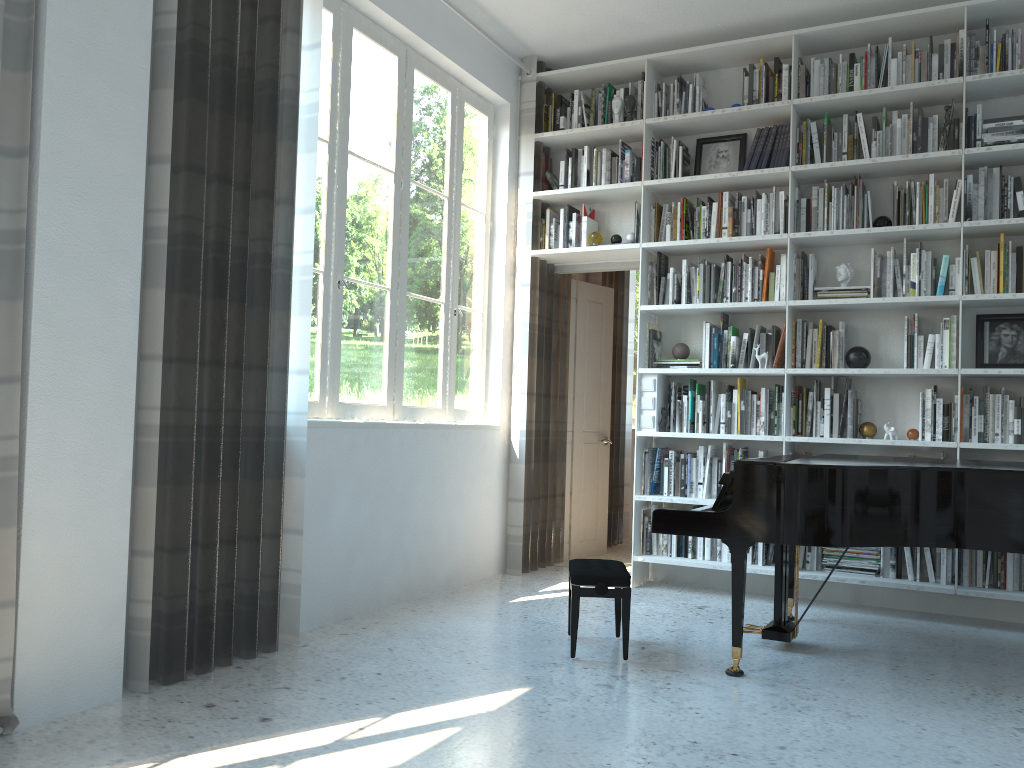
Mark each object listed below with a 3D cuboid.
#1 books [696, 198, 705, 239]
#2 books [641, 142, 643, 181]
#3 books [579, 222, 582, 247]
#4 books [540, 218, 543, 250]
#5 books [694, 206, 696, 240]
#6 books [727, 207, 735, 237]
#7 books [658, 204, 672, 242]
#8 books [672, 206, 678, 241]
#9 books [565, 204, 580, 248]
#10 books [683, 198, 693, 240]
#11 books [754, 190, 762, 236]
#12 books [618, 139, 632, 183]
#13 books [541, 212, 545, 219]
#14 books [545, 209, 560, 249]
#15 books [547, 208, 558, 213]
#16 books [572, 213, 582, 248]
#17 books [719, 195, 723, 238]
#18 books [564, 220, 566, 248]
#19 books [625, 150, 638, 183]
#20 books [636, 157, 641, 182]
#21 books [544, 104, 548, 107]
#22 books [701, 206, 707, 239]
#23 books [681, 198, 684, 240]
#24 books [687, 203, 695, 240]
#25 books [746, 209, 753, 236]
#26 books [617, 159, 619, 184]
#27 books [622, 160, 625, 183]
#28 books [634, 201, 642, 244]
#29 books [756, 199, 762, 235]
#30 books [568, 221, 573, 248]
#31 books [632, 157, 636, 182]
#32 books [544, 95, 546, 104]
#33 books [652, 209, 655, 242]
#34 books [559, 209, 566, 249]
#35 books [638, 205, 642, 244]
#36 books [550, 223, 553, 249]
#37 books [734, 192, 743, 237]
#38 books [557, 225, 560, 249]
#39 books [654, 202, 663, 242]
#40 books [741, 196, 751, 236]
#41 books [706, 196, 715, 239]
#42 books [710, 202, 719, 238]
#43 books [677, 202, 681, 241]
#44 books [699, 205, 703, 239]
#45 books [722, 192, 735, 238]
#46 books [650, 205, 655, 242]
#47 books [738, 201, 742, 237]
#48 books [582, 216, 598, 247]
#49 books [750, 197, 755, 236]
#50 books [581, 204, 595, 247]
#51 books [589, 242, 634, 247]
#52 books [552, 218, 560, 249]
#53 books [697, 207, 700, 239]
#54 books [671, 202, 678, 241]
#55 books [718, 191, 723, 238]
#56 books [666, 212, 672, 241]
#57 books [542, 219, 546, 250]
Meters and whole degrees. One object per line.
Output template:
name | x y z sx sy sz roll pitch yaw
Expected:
books | 1.118 -0.950 5.259 0.012 0.277 0.150 1 -2 27
books | 0.828 -1.328 5.421 0.014 0.294 0.173 1 -2 27
books | 0.466 -0.913 5.605 0.029 0.191 0.134 1 -2 27
books | 0.222 -0.935 5.704 0.013 0.228 0.179 1 -2 27
books | 1.108 -0.927 5.268 0.012 0.230 0.149 1 -2 27
books | 1.287 -0.909 5.140 0.029 0.195 0.192 1 -2 27
books | 0.934 -0.942 5.356 0.062 0.258 0.153 1 -2 27
books | 1.002 -0.928 5.307 0.030 0.230 0.172 1 -2 27
books | 0.383 -0.968 5.609 0.013 0.297 0.187 1 -2 27
books | 1.047 -0.952 5.276 0.011 0.277 0.164 1 -2 27
books | 1.416 -0.950 5.093 0.012 0.280 0.188 1 -2 27
books | 0.698 -1.334 5.477 0.012 0.303 0.189 1 -2 27
books | 0.207 -0.958 5.701 0.011 0.272 0.188 1 -2 27
books | 0.263 -0.961 5.686 0.023 0.281 0.170 1 -2 27
books | 0.257 -0.971 5.714 0.013 0.302 0.135 1 -2 27
books | 0.426 -0.938 5.581 0.021 0.237 0.189 1 -2 27
books | 1.242 -0.947 5.175 0.023 0.271 0.187 1 -2 27
books | 0.374 -0.925 5.655 0.023 0.214 0.140 1 -2 27
books | 0.740 -1.297 5.447 0.029 0.229 0.191 1 -2 27
books | 0.796 -1.275 5.433 0.026 0.188 0.154 1 -2 27
books | 0.239 -1.674 5.751 0.011 0.241 0.151 1 -2 27
books | 1.154 -0.920 5.226 0.031 0.217 0.173 1 -2 27
books | 1.038 -0.953 5.292 0.020 0.281 0.164 1 -2 27
books | 1.080 -0.937 5.278 0.047 0.249 0.134 1 -2 27
books | 1.381 -0.902 5.124 0.022 0.186 0.136 1 -2 27
books | 0.689 -1.280 5.507 0.029 0.197 0.144 1 -2 27
books | 0.722 -1.273 5.479 0.031 0.182 0.151 1 -2 27
books | 0.782 -0.958 5.423 0.012 0.285 0.159 1 -2 27
books | 1.432 -0.925 5.079 0.030 0.230 0.172 1 -2 27
books | 0.404 -0.915 5.611 0.024 0.193 0.181 1 -2 27
books | 0.778 -1.279 5.458 0.029 0.195 0.146 1 -2 27
books | 0.224 -1.707 5.746 0.012 0.307 0.180 1 -2 27
books | 0.883 -0.930 5.374 0.022 0.232 0.151 1 -2 27
books | 0.347 -0.960 5.652 0.022 0.281 0.156 1 -2 27
books | 0.816 -0.948 5.428 0.044 0.269 0.134 1 -2 27
books | 0.288 -0.918 5.680 0.029 0.197 0.160 1 -2 27
books | 1.325 -0.953 5.153 0.025 0.286 0.161 1 -2 27
books | 0.330 -0.911 5.677 0.029 0.185 0.135 1 -2 27
books | 0.894 -0.946 5.359 0.012 0.263 0.180 1 -2 27
books | 1.361 -0.939 5.138 0.029 0.260 0.157 1 -2 27
books | 1.176 -0.948 5.221 0.014 0.272 0.180 1 -2 27
books | 1.205 -0.930 5.211 0.047 0.238 0.162 1 -2 27
books | 1.021 -0.939 5.296 0.014 0.252 0.187 1 -2 27
books | 1.138 -0.926 5.242 0.011 0.229 0.170 1 -2 27
books | 1.263 -0.954 5.158 0.030 0.285 0.185 1 -2 27
books | 0.872 -0.941 5.389 0.012 0.254 0.161 1 -2 27
books | 1.335 -0.926 5.134 0.013 0.232 0.171 1 -2 27
books | 0.489 -0.924 5.556 0.029 0.211 0.187 1 -2 27
books | 1.404 -0.939 5.119 0.035 0.260 0.131 1 -2 27
books | 0.478 -0.968 5.579 0.013 0.298 0.179 1 -2 27
books | 0.643 -0.847 5.498 0.285 0.012 0.159 0 -3 29
books | 0.301 -0.930 5.664 0.010 0.220 0.181 1 -2 27
books | 1.123 -0.921 5.242 0.014 0.218 0.164 1 -2 27
books | 0.986 -0.944 5.321 0.010 0.262 0.151 1 -2 27
books | 1.234 -0.962 5.200 0.014 0.304 0.151 1 -2 27
books | 0.962 -0.912 5.314 0.026 0.195 0.175 1 -2 27
books | 0.234 -0.932 5.699 0.013 0.222 0.162 1 -2 27
